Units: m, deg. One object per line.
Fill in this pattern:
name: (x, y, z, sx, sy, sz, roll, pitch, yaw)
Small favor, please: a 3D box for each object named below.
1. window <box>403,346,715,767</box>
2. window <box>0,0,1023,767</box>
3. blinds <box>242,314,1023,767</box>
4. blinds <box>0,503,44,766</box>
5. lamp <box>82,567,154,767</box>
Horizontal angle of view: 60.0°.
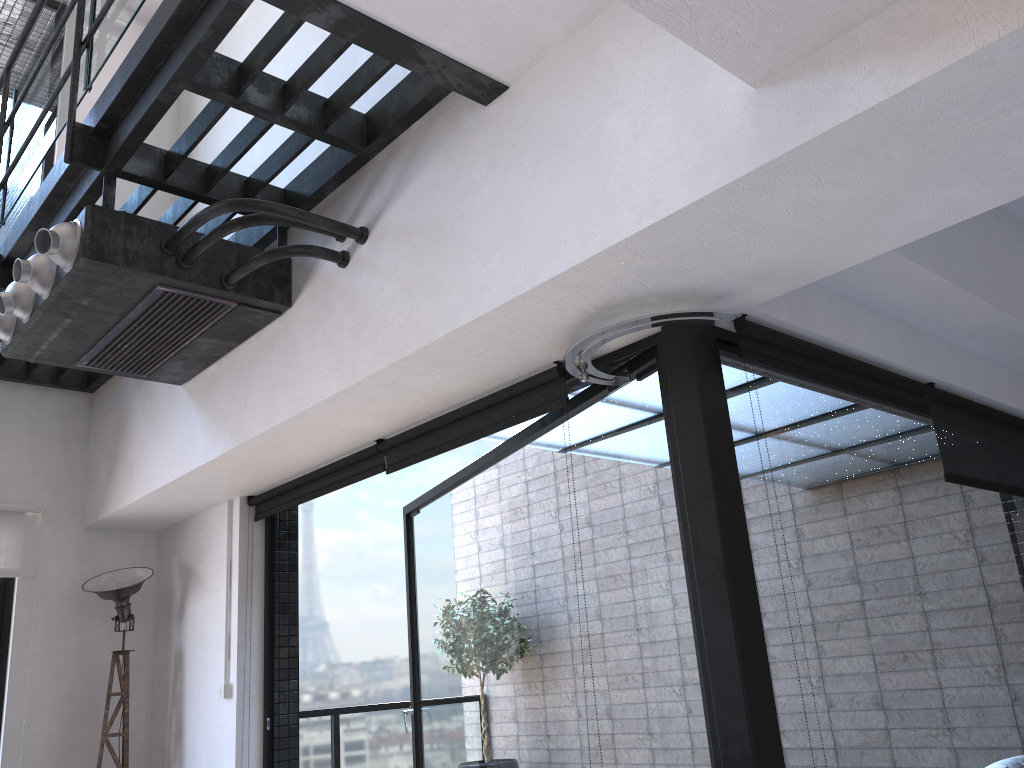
window: (0.010, 1.229, 3.344, 0.100, 2.041, 2.458, 4, -20, -25)
window: (-3.444, -0.719, 1.645, 13.418, 5.542, 5.680, 12, -24, -41)
blinds: (0.664, 1.059, 3.045, 3.861, 2.043, 1.837, -5, -18, 1)
blinds: (-4.264, 1.165, 2.495, 5.377, 2.035, 0.096, 12, -24, -41)
lamp: (-2.111, 1.669, 3.827, 0.426, 1.819, 1.472, -15, -21, 30)
